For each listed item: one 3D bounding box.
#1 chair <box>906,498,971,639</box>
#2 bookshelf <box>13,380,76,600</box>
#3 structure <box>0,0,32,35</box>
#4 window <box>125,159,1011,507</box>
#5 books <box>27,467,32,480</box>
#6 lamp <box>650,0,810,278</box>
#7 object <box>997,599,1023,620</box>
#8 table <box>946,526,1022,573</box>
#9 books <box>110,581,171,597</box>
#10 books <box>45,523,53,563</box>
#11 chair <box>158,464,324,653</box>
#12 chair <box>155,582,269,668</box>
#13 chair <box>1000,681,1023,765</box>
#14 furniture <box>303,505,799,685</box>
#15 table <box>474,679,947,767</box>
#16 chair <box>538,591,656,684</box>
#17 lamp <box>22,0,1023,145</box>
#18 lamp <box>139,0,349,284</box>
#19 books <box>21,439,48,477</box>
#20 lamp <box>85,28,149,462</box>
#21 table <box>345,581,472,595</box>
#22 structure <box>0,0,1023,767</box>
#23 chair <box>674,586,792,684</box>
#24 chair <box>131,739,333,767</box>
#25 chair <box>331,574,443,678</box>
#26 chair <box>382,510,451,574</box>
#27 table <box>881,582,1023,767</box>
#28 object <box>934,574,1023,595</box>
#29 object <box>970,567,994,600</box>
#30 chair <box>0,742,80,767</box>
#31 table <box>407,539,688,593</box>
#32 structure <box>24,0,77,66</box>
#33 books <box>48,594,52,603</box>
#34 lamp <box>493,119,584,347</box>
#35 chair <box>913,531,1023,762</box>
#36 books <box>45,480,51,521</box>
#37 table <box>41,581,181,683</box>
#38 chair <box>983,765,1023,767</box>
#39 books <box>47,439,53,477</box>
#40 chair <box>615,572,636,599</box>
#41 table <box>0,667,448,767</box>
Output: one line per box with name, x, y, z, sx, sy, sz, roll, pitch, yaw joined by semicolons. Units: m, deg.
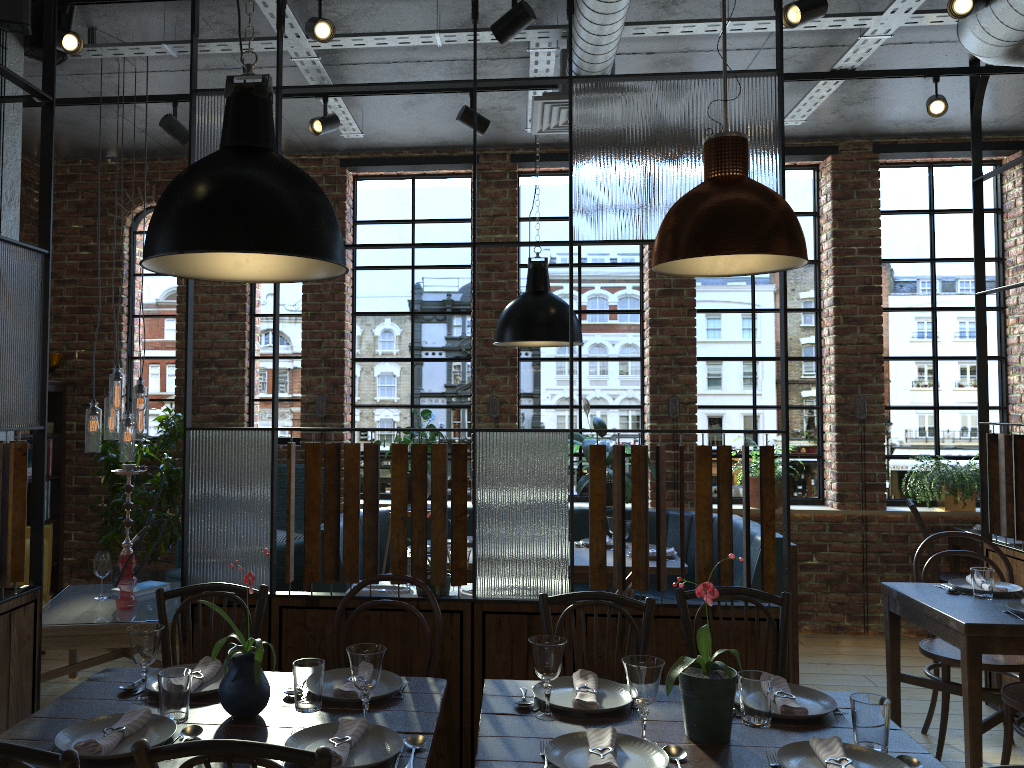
chair;2.748;1.184;5.443;0.540;0.916;0.390;-1;-3;23
bookshelf;-3.303;0.809;5.926;0.318;1.670;0.811;0;-2;1
structure;-1.947;-1.502;3.404;0.160;0.268;0.190;1;-3;-24
window;-1.082;-0.369;5.549;8.195;2.432;3.573;1;-2;-30
books;-3.304;0.598;5.852;0.180;0.080;0.267;0;-1;2
lamp;0.527;-0.954;2.187;0.356;1.336;0.380;1;-3;-24
object;2.032;0.844;3.307;0.329;0.051;0.266;0;-1;7
table;3.218;1.282;5.349;0.756;0.728;0.744;0;-2;3
books;-1.988;1.097;4.720;0.167;0.028;0.262;-1;-1;26
books;-3.313;1.113;6.165;0.191;0.273;0.084;0;-3;5
chair;-1.659;1.092;5.644;0.840;1.099;0.990;-1;-2;27
chair;-0.931;1.114;2.669;0.398;0.916;0.530;0;-2;-13
chair;2.034;1.131;3.129;0.435;0.922;0.553;0;-2;-6
furniture;0.173;1.227;5.359;2.634;0.823;1.353;0;-2;5
table;0.434;1.202;2.105;1.039;0.728;0.721;0;-2;4
chair;0.247;1.114;2.548;0.411;0.916;0.513;0;-2;7
lamp;0.171;-1.499;1.554;7.284;0.274;6.213;0;-1;3
lamp;-0.687;-0.958;2.312;0.543;1.328;0.515;-1;-3;16
books;-3.321;0.515;6.094;0.164;0.258;0.123;0;-2;4
lamp;-2.038;-0.656;4.469;0.300;2.122;0.482;-2;-3;27
table;-0.325;1.233;3.516;0.756;0.728;0.744;0;-2;3
structure;0.457;-0.119;1.058;5.736;3.330;6.145;0;-2;-13
chair;0.702;1.116;2.631;0.411;0.916;0.513;0;-2;7
chair;-0.500;1.095;1.792;0.408;0.916;0.518;0;-2;2
chair;-0.467;1.118;2.808;0.452;0.922;0.532;-1;-3;20
chair;-0.385;1.110;4.061;0.517;1.007;0.466;1;-3;-25
table;2.020;1.237;3.507;0.756;0.728;0.744;0;-2;3
object;1.993;0.854;3.751;0.329;0.051;0.266;0;-1;7
object;1.922;0.815;3.601;0.081;0.120;0.087;1;-3;-28
chair;-0.919;1.094;1.786;0.411;0.916;0.513;0;-2;7
table;0.162;1.302;5.085;1.552;0.661;0.815;0;-2;5
structure;-1.942;-1.495;3.704;0.173;0.268;0.175;-2;-3;43
books;-3.300;1.503;6.047;0.201;0.072;0.246;0;-1;-9
lamp;0.152;-0.892;5.156;0.546;1.328;0.511;-1;-3;21
chair;2.030;1.148;3.873;0.452;0.922;0.532;-1;-3;20
books;-3.310;0.956;5.916;0.191;0.575;0.585;0;-2;-1
table;-1.978;1.361;4.502;0.737;0.509;0.951;0;-2;-12
chair;0.670;1.094;1.663;0.392;0.916;0.538;1;-3;-23
books;-3.311;0.517;6.195;0.179;0.258;0.079;0;-3;5
chair;0.242;1.133;3.388;0.570;0.922;0.421;-1;-3;25
table;-0.702;1.202;2.219;1.039;0.728;0.721;0;-2;4
